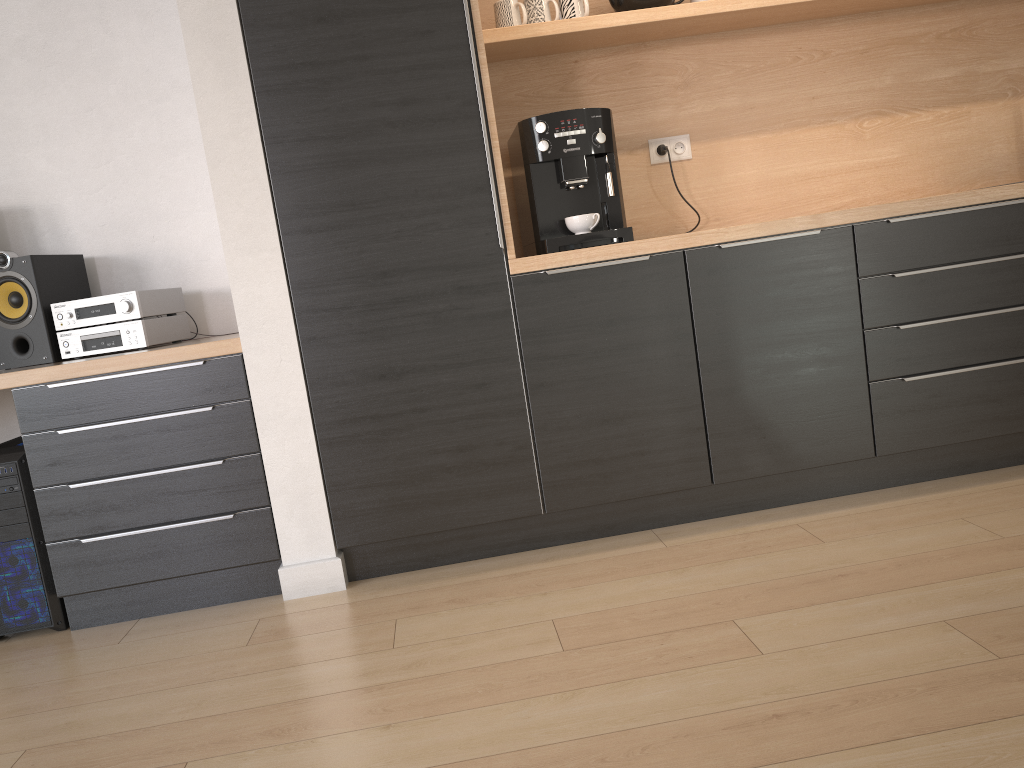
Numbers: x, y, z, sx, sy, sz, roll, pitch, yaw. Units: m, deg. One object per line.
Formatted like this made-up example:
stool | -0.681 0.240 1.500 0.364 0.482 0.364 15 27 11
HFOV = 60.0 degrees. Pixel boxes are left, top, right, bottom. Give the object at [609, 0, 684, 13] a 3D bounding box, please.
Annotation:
object | 0.427 -1.267 2.858 0.240 0.171 0.213 -4 8 32

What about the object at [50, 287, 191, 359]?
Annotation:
object | -1.212 -0.190 2.762 0.285 0.174 0.270 -7 7 11

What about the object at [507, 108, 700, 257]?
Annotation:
object | 0.335 -0.637 2.767 0.618 0.398 0.584 -9 7 -4

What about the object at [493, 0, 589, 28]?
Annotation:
object | 0.092 -1.179 2.832 0.297 0.105 0.112 -9 7 -3

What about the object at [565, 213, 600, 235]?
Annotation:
object | 0.204 -0.459 2.572 0.095 0.057 0.099 -9 7 -2

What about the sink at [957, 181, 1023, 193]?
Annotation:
sink | 1.863 -0.716 2.897 0.626 0.518 0.512 -9 7 -4

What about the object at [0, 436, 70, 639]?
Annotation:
object | -1.432 0.437 2.696 0.215 0.527 0.474 -9 7 -4

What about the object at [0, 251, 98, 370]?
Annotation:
object | -1.486 -0.243 2.791 0.198 0.354 0.249 -7 7 11

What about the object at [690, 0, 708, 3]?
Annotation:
object | 0.642 -1.252 2.937 0.099 0.057 0.095 -2 10 43
